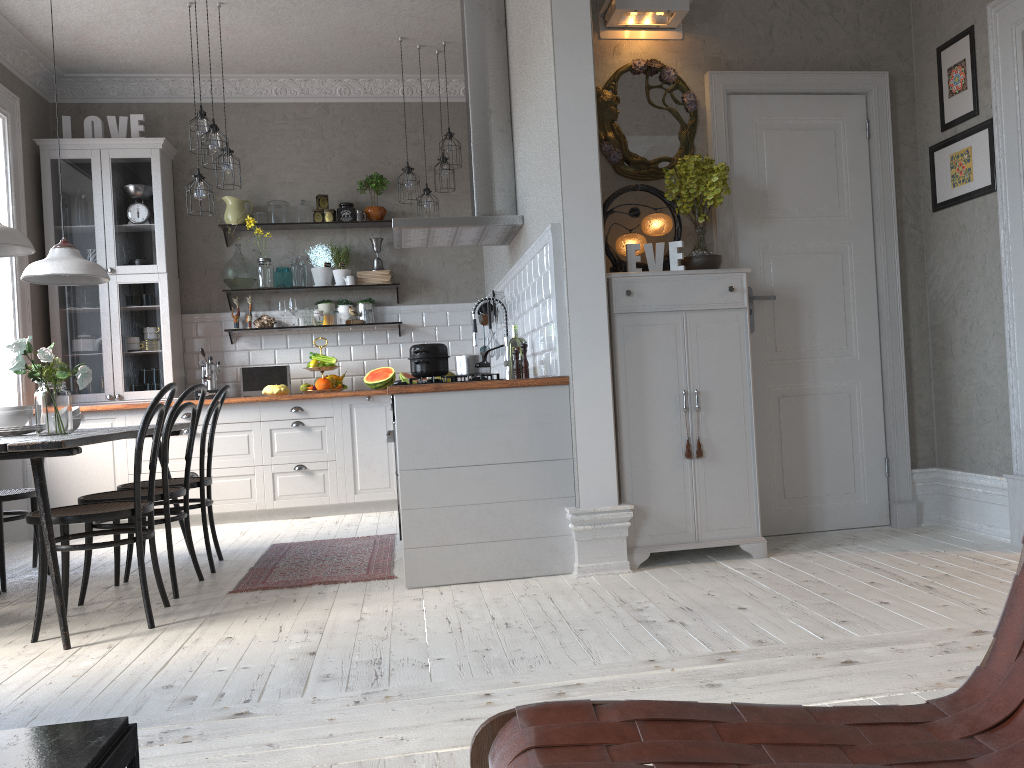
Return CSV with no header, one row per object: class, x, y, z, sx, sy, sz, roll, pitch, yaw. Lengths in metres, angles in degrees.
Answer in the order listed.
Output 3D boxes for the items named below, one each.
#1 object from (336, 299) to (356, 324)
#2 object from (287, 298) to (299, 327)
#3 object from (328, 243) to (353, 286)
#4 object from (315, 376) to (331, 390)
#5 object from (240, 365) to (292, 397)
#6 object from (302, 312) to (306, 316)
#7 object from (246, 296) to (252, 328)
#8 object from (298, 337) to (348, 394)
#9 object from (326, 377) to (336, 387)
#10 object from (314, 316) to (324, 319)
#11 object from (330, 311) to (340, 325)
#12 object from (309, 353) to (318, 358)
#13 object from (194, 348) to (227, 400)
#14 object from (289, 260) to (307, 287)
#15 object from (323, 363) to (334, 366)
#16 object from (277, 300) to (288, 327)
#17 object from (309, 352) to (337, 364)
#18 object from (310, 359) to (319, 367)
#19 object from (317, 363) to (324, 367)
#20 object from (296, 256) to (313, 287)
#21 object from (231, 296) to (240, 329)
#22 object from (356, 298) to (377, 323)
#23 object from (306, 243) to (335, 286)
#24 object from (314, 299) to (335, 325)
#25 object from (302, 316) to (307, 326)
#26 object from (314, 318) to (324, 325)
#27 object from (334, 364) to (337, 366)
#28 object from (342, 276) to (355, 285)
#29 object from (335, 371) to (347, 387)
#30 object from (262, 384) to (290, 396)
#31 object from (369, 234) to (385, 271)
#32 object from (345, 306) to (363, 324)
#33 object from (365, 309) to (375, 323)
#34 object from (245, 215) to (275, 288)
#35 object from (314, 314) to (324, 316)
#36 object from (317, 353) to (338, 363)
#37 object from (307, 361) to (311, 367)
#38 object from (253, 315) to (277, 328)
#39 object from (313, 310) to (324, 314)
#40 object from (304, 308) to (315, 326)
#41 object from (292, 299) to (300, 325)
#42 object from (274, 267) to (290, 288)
object,-1.301,-0.560,6.918,0.171,0.214,0.149,-3,0,21
object,-1.662,-0.544,6.734,0.083,0.217,0.080,-3,0,-22
object,-1.325,-0.940,6.853,0.166,0.380,0.188,-3,0,43
object,-1.393,-0.003,6.533,0.115,0.110,0.109,-3,0,-41
object,-1.839,-0.018,6.622,0.354,0.226,0.087,-3,0,-9
object,-1.585,-0.514,6.855,0.077,0.083,0.078,-3,0,9
object,-1.999,-0.545,6.757,0.052,0.264,0.062,-3,0,28
object,-1.428,-0.139,6.654,0.357,0.425,0.346,-3,0,-23
object,-1.363,-0.015,6.614,0.088,0.078,0.089,-3,0,18
object,-1.471,-0.489,6.754,0.078,0.051,0.076,-3,0,-15
object,-1.364,-0.506,6.827,0.078,0.108,0.077,-3,0,-15
object,-1.481,-0.214,6.624,0.074,0.058,0.050,-3,0,-32
object,-2.218,-0.069,6.472,0.207,0.370,0.351,-3,0,-8
object,-1.633,-0.836,6.764,0.123,0.206,0.126,-3,0,14
object,-1.376,-0.131,6.642,0.077,0.062,0.098,-3,0,-35
object,-1.762,-0.538,6.812,0.083,0.217,0.080,-3,0,-22
object,-1.414,-0.196,6.631,0.211,0.101,0.067,-3,0,-3
object,-1.468,-0.150,6.577,0.059,0.069,0.079,-3,0,11
object,-1.428,-0.130,6.599,0.064,0.061,0.066,-3,0,-8
object,-1.629,-0.864,6.916,0.132,0.264,0.131,-3,0,-3
object,-2.106,-0.539,6.755,0.054,0.264,0.060,-3,0,-37
object,-1.138,-0.568,6.954,0.160,0.213,0.152,-3,0,-11
object,-1.462,-0.921,6.883,0.243,0.354,0.236,-3,0,9
object,-1.455,-0.556,6.884,0.159,0.217,0.153,-3,0,-29
object,-1.584,-0.481,6.855,0.077,0.083,0.078,-3,0,9
object,-1.470,-0.472,6.754,0.078,0.051,0.076,-3,0,-15
object,-1.340,-0.135,6.678,0.052,0.050,0.049,-3,0,1
object,-1.243,-0.792,6.801,0.104,0.071,0.063,-3,0,21
object,-1.300,-0.040,6.690,0.060,0.120,0.127,-3,0,16
object,-1.714,0.045,6.438,0.198,0.083,0.188,-3,0,-8
object,-1.052,-1.018,6.924,0.133,0.287,0.128,-3,0,-23
object,-1.215,-0.531,6.844,0.121,0.147,0.098,-3,0,-40
object,-1.103,-0.521,6.844,0.078,0.108,0.077,-3,0,-15
object,-1.898,-0.990,6.667,0.194,0.540,0.277,-3,0,-16
object,-1.472,-0.506,6.754,0.076,0.051,0.078,-3,0,10
object,-1.393,-0.187,6.702,0.179,0.096,0.089,-3,0,11
object,-1.491,-0.133,6.649,0.097,0.078,0.099,-3,0,-21
object,-1.889,-0.476,6.750,0.180,0.111,0.094,-3,0,-31
object,-1.474,-0.532,6.754,0.078,0.051,0.076,-3,0,-22
object,-1.546,-0.511,6.786,0.080,0.139,0.077,-3,0,-36
object,-1.676,-0.542,6.822,0.083,0.217,0.080,-3,0,-22
object,-1.765,-0.812,6.832,0.126,0.172,0.125,-3,0,-5
